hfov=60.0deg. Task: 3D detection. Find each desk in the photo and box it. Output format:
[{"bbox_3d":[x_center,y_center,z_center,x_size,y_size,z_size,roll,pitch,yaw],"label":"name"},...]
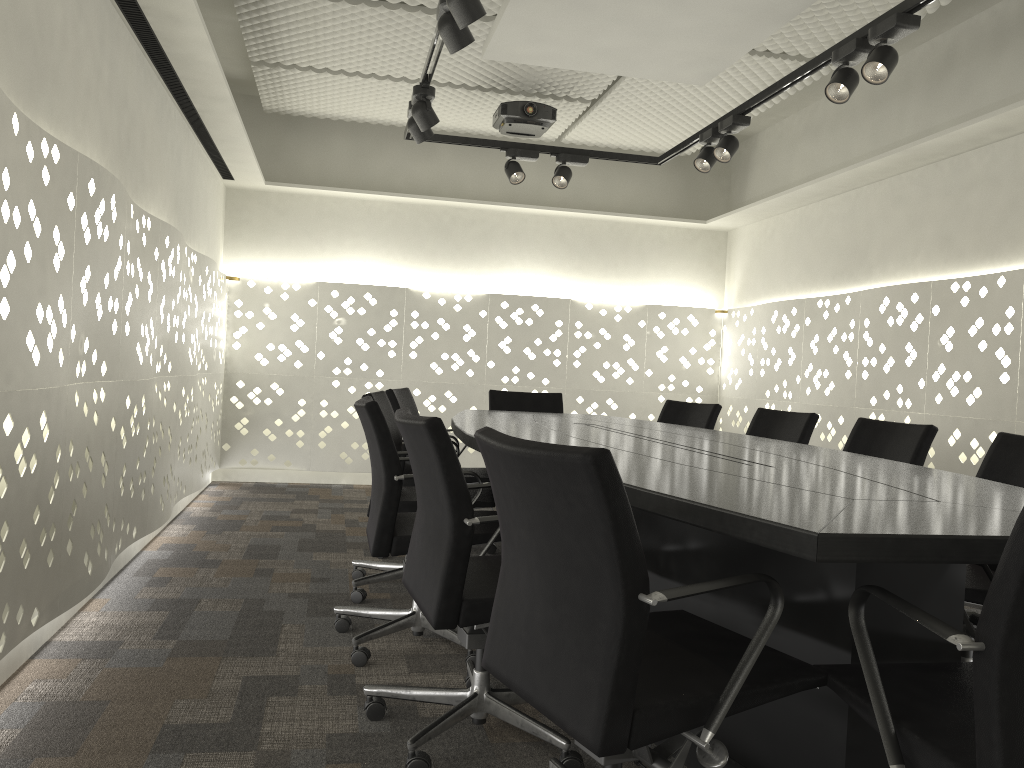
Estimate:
[{"bbox_3d":[0.435,0.514,2.954,1.223,0.658,3.364,3,1,-11],"label":"desk"}]

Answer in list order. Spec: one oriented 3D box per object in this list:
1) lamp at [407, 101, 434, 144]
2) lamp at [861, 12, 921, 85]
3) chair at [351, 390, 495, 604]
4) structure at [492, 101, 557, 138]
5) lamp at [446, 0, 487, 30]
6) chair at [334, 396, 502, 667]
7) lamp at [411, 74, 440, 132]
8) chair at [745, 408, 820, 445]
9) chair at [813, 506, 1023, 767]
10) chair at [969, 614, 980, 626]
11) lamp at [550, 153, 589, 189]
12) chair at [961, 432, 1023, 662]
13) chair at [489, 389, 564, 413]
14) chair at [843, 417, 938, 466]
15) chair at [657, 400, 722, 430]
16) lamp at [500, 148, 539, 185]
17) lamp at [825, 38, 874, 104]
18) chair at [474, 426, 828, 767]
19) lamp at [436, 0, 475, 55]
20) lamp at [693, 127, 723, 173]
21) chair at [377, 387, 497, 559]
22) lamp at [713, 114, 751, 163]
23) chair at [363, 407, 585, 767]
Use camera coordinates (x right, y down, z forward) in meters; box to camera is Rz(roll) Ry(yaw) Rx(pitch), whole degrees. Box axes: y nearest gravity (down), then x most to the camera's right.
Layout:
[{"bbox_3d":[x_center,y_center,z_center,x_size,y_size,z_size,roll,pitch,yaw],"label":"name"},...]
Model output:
[{"bbox_3d":[-0.418,-1.208,4.076,0.126,0.224,0.213,3,1,-8],"label":"lamp"},{"bbox_3d":[1.229,-1.108,2.926,0.126,0.224,0.213,3,1,-8],"label":"lamp"},{"bbox_3d":[-0.337,0.417,3.409,0.579,0.757,0.559,3,1,3],"label":"chair"},{"bbox_3d":[0.068,-1.536,5.149,0.327,0.144,0.371,3,1,-11],"label":"structure"},{"bbox_3d":[-0.138,-1.175,2.674,0.126,0.224,0.213,3,1,-8],"label":"lamp"},{"bbox_3d":[-0.257,0.430,2.776,0.579,0.757,0.559,3,1,-7],"label":"chair"},{"bbox_3d":[-0.375,-1.203,3.857,0.126,0.224,0.213,3,1,-8],"label":"lamp"},{"bbox_3d":[0.956,0.479,3.702,0.579,0.757,0.559,3,1,-12],"label":"chair"},{"bbox_3d":[0.751,0.501,1.292,0.559,0.757,0.579,3,1,-7],"label":"chair"},{"bbox_3d":[1.252,0.522,1.694,0.579,0.757,0.559,3,1,8],"label":"chair"},{"bbox_3d":[0.315,-1.181,4.884,0.214,0.224,0.118,3,1,-23],"label":"lamp"},{"bbox_3d":[1.221,0.511,2.386,0.579,0.757,0.559,3,1,3],"label":"chair"},{"bbox_3d":[0.112,0.423,4.705,0.559,0.757,0.579,3,1,-7],"label":"chair"},{"bbox_3d":[1.124,0.497,3.054,0.579,0.757,0.559,3,1,-7],"label":"chair"},{"bbox_3d":[0.709,0.458,4.341,0.579,0.757,0.559,3,1,-22],"label":"chair"},{"bbox_3d":[0.038,-1.194,4.819,0.213,0.224,0.126,3,1,-8],"label":"lamp"},{"bbox_3d":[1.185,-1.113,3.145,0.126,0.224,0.213,3,1,-8],"label":"lamp"},{"bbox_3d":[0.197,0.469,1.550,0.579,0.757,0.559,3,1,-22],"label":"chair"},{"bbox_3d":[-0.181,-1.180,2.893,0.126,0.224,0.213,3,1,-8],"label":"lamp"},{"bbox_3d":[0.953,-1.141,4.303,0.126,0.224,0.213,3,1,-8],"label":"lamp"},{"bbox_3d":[-0.345,0.407,4.146,0.579,0.757,0.559,3,1,8],"label":"chair"},{"bbox_3d":[0.997,-1.135,4.084,0.126,0.224,0.213,3,1,-8],"label":"lamp"},{"bbox_3d":[-0.044,0.450,2.116,0.579,0.757,0.559,3,1,-12],"label":"chair"}]
